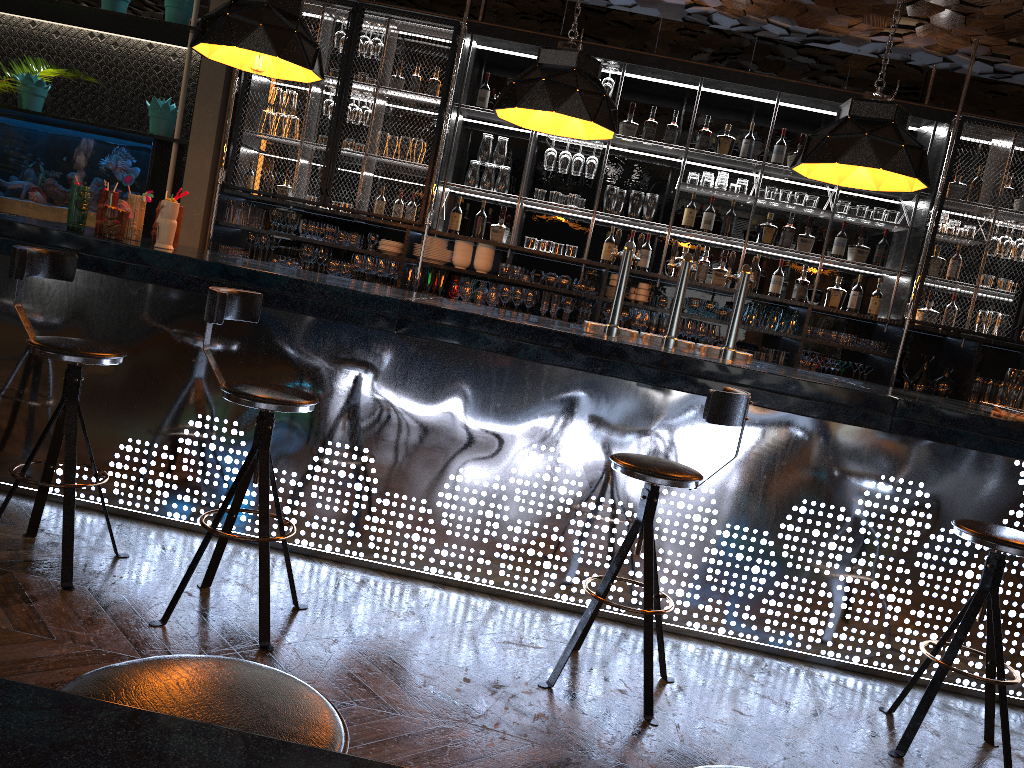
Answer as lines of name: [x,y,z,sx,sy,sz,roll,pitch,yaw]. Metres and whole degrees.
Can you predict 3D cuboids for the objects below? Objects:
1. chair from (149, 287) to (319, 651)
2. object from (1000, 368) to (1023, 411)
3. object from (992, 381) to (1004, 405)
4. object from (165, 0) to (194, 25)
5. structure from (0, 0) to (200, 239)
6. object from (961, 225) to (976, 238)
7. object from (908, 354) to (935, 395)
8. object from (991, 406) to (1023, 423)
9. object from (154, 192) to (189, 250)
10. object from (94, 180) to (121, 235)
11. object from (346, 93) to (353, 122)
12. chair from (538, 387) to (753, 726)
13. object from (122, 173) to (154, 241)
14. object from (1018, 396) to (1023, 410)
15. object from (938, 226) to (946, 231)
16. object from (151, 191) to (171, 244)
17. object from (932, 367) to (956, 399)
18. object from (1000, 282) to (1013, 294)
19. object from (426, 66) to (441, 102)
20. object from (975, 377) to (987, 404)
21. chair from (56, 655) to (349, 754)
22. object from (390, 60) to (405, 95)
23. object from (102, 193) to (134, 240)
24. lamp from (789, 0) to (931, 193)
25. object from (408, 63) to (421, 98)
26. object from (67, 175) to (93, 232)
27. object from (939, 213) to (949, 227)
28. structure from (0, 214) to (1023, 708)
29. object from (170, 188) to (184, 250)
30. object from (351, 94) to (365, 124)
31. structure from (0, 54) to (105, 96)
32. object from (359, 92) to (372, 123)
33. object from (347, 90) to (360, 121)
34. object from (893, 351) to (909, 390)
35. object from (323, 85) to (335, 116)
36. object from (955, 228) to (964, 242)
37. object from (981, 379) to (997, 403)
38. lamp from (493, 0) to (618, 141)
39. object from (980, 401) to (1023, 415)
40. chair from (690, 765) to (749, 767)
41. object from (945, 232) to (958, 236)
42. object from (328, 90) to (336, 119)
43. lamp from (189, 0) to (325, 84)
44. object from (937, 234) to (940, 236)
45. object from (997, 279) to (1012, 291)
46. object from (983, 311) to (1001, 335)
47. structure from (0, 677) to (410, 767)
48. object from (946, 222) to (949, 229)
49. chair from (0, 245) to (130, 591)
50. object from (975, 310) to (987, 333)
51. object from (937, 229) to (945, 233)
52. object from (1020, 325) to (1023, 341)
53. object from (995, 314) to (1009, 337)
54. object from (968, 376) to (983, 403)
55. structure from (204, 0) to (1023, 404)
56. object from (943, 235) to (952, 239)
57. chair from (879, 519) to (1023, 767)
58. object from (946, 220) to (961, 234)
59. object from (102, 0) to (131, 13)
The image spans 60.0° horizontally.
chair: [-0.891,0.259,3.024,0.476,1.108,0.419,11,7,2]
object: [2.467,0.033,4.361,0.105,0.209,0.105,15,7,27]
object: [3.539,0.096,6.446,0.079,0.231,0.079,9,7,-21]
object: [-2.491,-2.803,6.631,0.265,0.325,0.245,11,7,-4]
structure: [-4.423,-2.236,6.883,4.269,3.734,0.705,11,7,2]
object: [3.334,-1.106,6.477,0.089,0.092,0.089,6,8,-37]
object: [3.050,-0.059,6.582,0.170,0.313,0.170,11,7,-3]
object: [2.109,0.135,3.710,0.198,0.045,0.377,17,9,40]
object: [-1.492,-0.721,3.868,0.081,0.264,0.099,14,7,23]
object: [-1.831,-0.796,4.015,0.078,0.246,0.084,11,6,1]
object: [-1.262,-2.115,6.777,0.081,0.213,0.081,12,7,8]
chair: [0.477,0.525,3.071,0.476,1.108,0.419,13,7,17]
object: [-1.736,-0.812,4.090,0.116,0.298,0.105,15,8,33]
object: [3.724,0.134,6.434,0.079,0.231,0.079,16,8,38]
object: [3.128,-1.169,6.470,0.089,0.092,0.089,15,7,28]
object: [-1.615,-0.769,4.114,0.080,0.254,0.091,12,7,4]
object: [3.178,0.007,6.524,0.158,0.248,0.158,11,7,-3]
object: [3.698,-0.721,6.646,0.089,0.092,0.089,9,7,-22]
object: [-0.580,-2.254,6.657,0.073,0.246,0.072,13,7,17]
object: [3.432,0.065,6.536,0.079,0.231,0.079,9,7,-18]
chair: [-0.411,0.742,0.987,0.419,0.813,0.419,11,7,-3]
object: [-0.857,-2.308,6.669,0.108,0.244,0.108,10,7,-9]
object: [-1.720,-0.729,3.867,0.110,0.191,0.131,13,7,14]
lamp: [1.711,-1.689,3.909,0.582,1.564,0.607,11,7,2]
object: [-0.722,-2.283,6.662,0.073,0.246,0.072,10,7,-13]
object: [-1.894,-0.787,3.874,0.086,0.237,0.084,14,7,21]
object: [3.133,-1.195,6.467,0.089,0.092,0.089,15,7,28]
structure: [0.511,0.109,4.156,6.009,1.685,1.214,11,7,2]
object: [-1.535,-0.751,3.996,0.080,0.277,0.091,16,8,34]
object: [-1.177,-2.098,6.773,0.081,0.213,0.081,12,7,8]
structure: [-4.605,-2.046,5.692,1.873,3.561,4.073,12,7,4]
object: [-1.097,-2.065,6.627,0.081,0.213,0.081,12,7,8]
object: [-1.186,-2.083,6.630,0.081,0.213,0.081,12,7,8]
object: [2.875,-0.092,6.589,0.186,0.307,0.186,12,7,8]
object: [-1.364,-2.119,6.637,0.081,0.213,0.081,12,7,8]
object: [3.367,-1.119,6.639,0.089,0.092,0.089,15,7,28]
object: [3.456,0.080,6.446,0.079,0.231,0.079,11,7,-2]
lamp: [0.352,-1.979,4.078,0.582,1.564,0.607,11,7,2]
object: [2.477,0.145,4.255,0.273,0.019,0.437,11,7,2]
chair: [0.221,0.869,0.969,0.419,0.813,0.419,11,7,-3]
object: [3.228,-1.129,6.493,0.089,0.092,0.089,15,7,28]
object: [-1.356,-2.134,6.780,0.081,0.213,0.081,12,7,8]
lamp: [-1.025,-2.217,4.009,0.582,1.606,0.607,11,7,2]
object: [3.153,-1.158,6.615,0.089,0.092,0.089,14,7,25]
object: [3.623,-0.723,6.537,0.089,0.092,0.089,12,7,3]
object: [3.513,-0.426,6.511,0.105,0.209,0.105,10,7,-13]
structure: [-0.009,0.805,0.292,4.941,0.998,0.673,11,7,2]
object: [3.273,-1.159,6.646,0.089,0.092,0.089,10,7,-12]
chair: [-1.613,0.098,3.170,0.476,1.108,0.419,11,7,2]
object: [3.513,-0.439,6.625,0.105,0.209,0.105,10,7,-13]
object: [3.124,-1.148,6.473,0.089,0.092,0.089,15,7,28]
object: [3.738,-0.381,6.505,0.105,0.209,0.105,10,7,-13]
object: [3.635,-0.408,6.569,0.105,0.209,0.105,10,7,-13]
object: [3.356,0.060,6.449,0.079,0.231,0.079,16,8,38]
structure: [1.131,-0.997,6.498,6.750,3.553,1.143,11,7,2]
object: [3.269,-1.139,6.649,0.089,0.092,0.089,6,8,-37]
chair: [1.672,0.762,3.074,0.476,1.108,0.419,13,7,17]
object: [3.232,-1.149,6.491,0.089,0.092,0.089,15,7,28]
object: [-2.965,-2.899,6.652,0.255,0.325,0.244,15,7,29]
